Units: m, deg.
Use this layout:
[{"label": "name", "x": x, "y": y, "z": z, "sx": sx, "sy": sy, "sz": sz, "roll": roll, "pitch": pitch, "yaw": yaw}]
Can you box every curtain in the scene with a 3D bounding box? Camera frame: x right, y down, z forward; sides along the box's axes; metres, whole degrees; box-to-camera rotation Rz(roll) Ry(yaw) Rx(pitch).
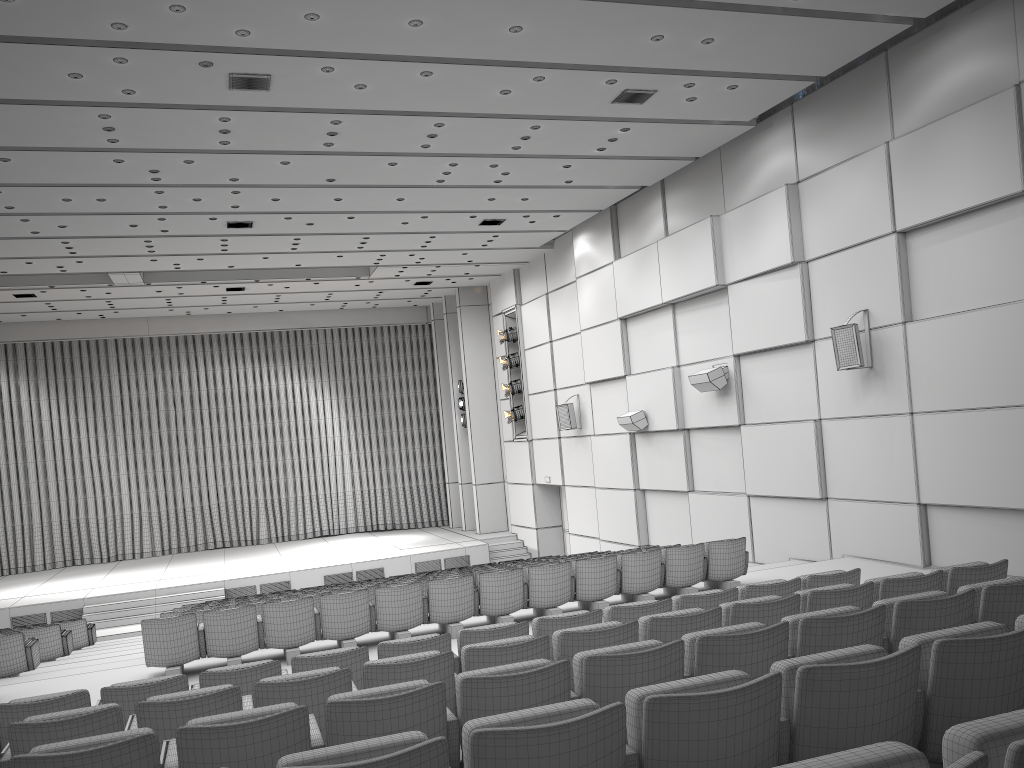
[{"label": "curtain", "x": -9.830, "y": 1.617, "z": 24.948, "sx": 16.103, "sy": 6.520, "sz": 1.432, "roll": -4, "pitch": 0, "yaw": -18}]

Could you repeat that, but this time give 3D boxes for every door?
[{"label": "door", "x": 1.483, "y": 3.425, "z": 20.961, "sx": 0.085, "sy": 2.178, "sz": 1.702, "roll": -5, "pitch": -1, "yaw": -18}]

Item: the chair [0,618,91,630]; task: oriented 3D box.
[{"label": "chair", "x": -10.186, "y": 4.512, "z": 14.382, "sx": 6.039, "sy": 0.622, "sz": 0.613, "roll": -4, "pitch": -1, "yaw": -18}]

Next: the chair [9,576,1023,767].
[{"label": "chair", "x": -2.862, "y": 1.713, "z": 2.988, "sx": 13.177, "sy": 0.622, "sz": 0.613, "roll": -4, "pitch": -1, "yaw": -18}]

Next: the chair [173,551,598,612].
[{"label": "chair", "x": -1.700, "y": 3.271, "z": 13.685, "sx": 6.589, "sy": 0.622, "sz": 0.613, "roll": -4, "pitch": -1, "yaw": -18}]

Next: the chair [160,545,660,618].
[{"label": "chair", "x": -1.045, "y": 2.793, "z": 11.589, "sx": 6.589, "sy": 0.622, "sz": 0.613, "roll": -4, "pitch": -1, "yaw": -18}]

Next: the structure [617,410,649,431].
[{"label": "structure", "x": 2.265, "y": 0.653, "z": 16.320, "sx": 0.470, "sy": 0.417, "sz": 0.521, "roll": -4, "pitch": -2, "yaw": -21}]

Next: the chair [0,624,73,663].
[{"label": "chair", "x": -9.251, "y": 3.798, "z": 11.215, "sx": 6.589, "sy": 0.622, "sz": 0.613, "roll": -4, "pitch": -1, "yaw": -18}]

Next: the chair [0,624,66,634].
[{"label": "chair", "x": -9.562, "y": 4.036, "z": 12.269, "sx": 6.039, "sy": 0.622, "sz": 0.613, "roll": -4, "pitch": -1, "yaw": -18}]

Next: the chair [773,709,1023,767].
[{"label": "chair", "x": -2.207, "y": 1.235, "z": 0.892, "sx": 13.177, "sy": 0.622, "sz": 0.613, "roll": -4, "pitch": -1, "yaw": -18}]

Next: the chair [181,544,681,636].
[{"label": "chair", "x": -0.702, "y": 2.553, "z": 10.546, "sx": 6.039, "sy": 0.622, "sz": 0.613, "roll": -4, "pitch": -1, "yaw": -18}]

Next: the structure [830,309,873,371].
[{"label": "structure", "x": 4.245, "y": -0.550, "z": 11.069, "sx": 0.410, "sy": 0.744, "sz": 0.409, "roll": -5, "pitch": 0, "yaw": 29}]

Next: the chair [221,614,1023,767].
[{"label": "chair", "x": -2.509, "y": 1.472, "z": 1.948, "sx": 13.726, "sy": 0.622, "sz": 0.613, "roll": -4, "pitch": -1, "yaw": -18}]

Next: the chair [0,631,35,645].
[{"label": "chair", "x": -8.907, "y": 3.558, "z": 10.173, "sx": 6.039, "sy": 0.622, "sz": 0.613, "roll": -4, "pitch": -1, "yaw": -18}]

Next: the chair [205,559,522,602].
[{"label": "chair", "x": -2.635, "y": 3.985, "z": 16.851, "sx": 6.039, "sy": 0.622, "sz": 0.613, "roll": -4, "pitch": -1, "yaw": -18}]

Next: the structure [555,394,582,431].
[{"label": "structure", "x": 1.212, "y": 0.611, "z": 18.890, "sx": 0.410, "sy": 0.744, "sz": 0.409, "roll": -5, "pitch": 0, "yaw": 29}]

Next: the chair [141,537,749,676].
[{"label": "chair", "x": -0.390, "y": 2.315, "z": 9.493, "sx": 6.589, "sy": 0.622, "sz": 0.613, "roll": -4, "pitch": -1, "yaw": -18}]

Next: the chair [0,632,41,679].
[{"label": "chair", "x": -8.596, "y": 3.320, "z": 9.119, "sx": 6.589, "sy": 0.622, "sz": 0.613, "roll": -4, "pitch": -1, "yaw": -18}]

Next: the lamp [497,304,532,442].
[{"label": "lamp", "x": 0.106, "y": -0.235, "z": 21.920, "sx": 0.754, "sy": 3.341, "sz": 1.024, "roll": -5, "pitch": 1, "yaw": -22}]

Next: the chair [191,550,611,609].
[{"label": "chair", "x": -1.357, "y": 3.031, "z": 12.642, "sx": 6.039, "sy": 0.622, "sz": 0.613, "roll": -4, "pitch": -1, "yaw": -18}]

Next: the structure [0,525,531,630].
[{"label": "structure", "x": -8.489, "y": 5.031, "z": 22.029, "sx": 17.789, "sy": 0.845, "sz": 8.340, "roll": -4, "pitch": -3, "yaw": -18}]

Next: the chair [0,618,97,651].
[{"label": "chair", "x": -9.906, "y": 4.276, "z": 13.312, "sx": 6.589, "sy": 0.622, "sz": 0.613, "roll": -4, "pitch": -1, "yaw": -18}]

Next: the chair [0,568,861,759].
[{"label": "chair", "x": -3.517, "y": 2.191, "z": 5.084, "sx": 13.177, "sy": 0.622, "sz": 0.613, "roll": -4, "pitch": -1, "yaw": -18}]

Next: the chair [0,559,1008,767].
[{"label": "chair", "x": -3.164, "y": 1.950, "z": 4.044, "sx": 13.726, "sy": 0.622, "sz": 0.613, "roll": -4, "pitch": -1, "yaw": -18}]

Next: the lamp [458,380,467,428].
[{"label": "lamp", "x": -1.249, "y": 0.534, "z": 24.162, "sx": 0.435, "sy": 1.478, "sz": 0.386, "roll": -5, "pitch": 1, "yaw": -22}]

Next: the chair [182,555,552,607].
[{"label": "chair", "x": -2.355, "y": 3.749, "z": 15.781, "sx": 6.589, "sy": 0.622, "sz": 0.613, "roll": -4, "pitch": -1, "yaw": -18}]

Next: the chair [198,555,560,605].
[{"label": "chair", "x": -2.012, "y": 3.509, "z": 14.738, "sx": 6.039, "sy": 0.622, "sz": 0.613, "roll": -4, "pitch": -1, "yaw": -18}]

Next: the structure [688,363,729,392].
[{"label": "structure", "x": 3.126, "y": -0.096, "z": 13.946, "sx": 0.470, "sy": 0.417, "sz": 0.521, "roll": -4, "pitch": -2, "yaw": -22}]
